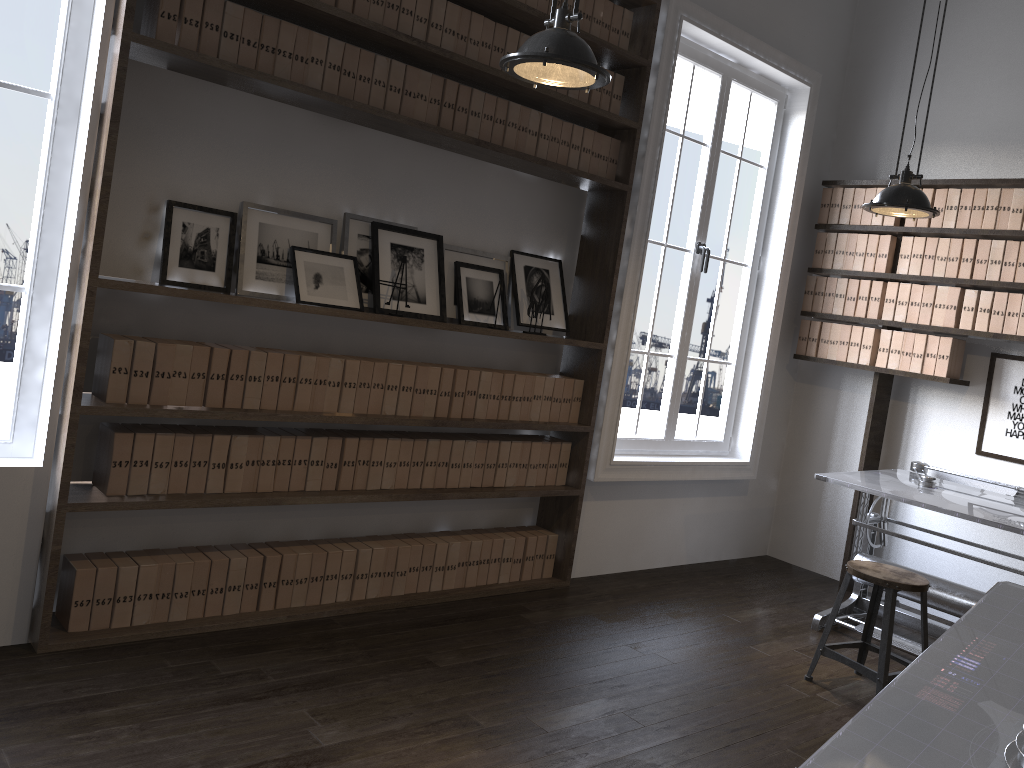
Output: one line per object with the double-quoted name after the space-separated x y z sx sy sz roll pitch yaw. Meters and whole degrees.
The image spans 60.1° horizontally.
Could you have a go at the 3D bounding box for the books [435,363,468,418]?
-0.296 0.032 4.071 0.066 0.225 0.175 7 4 -41 "books"

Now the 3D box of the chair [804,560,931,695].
1.513 1.038 3.670 0.357 0.527 0.373 7 3 -33 "chair"

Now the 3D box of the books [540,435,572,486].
0.208 0.393 4.564 0.066 0.225 0.175 7 4 -41 "books"

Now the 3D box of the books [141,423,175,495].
-1.312 0.273 3.243 0.066 0.225 0.175 7 4 -41 "books"

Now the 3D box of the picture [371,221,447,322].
-0.450 -0.487 3.889 0.372 0.390 0.149 6 4 -41 "picture"

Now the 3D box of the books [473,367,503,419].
-0.136 0.044 4.217 0.066 0.225 0.175 7 4 -41 "books"

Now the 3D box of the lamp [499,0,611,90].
0.289 -1.966 2.419 0.312 2.248 0.312 10 2 29 "lamp"

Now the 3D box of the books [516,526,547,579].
0.083 0.863 4.541 0.066 0.225 0.175 7 4 -41 "books"

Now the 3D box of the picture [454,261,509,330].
-0.142 -0.413 4.175 0.289 0.290 0.127 6 4 -41 "picture"

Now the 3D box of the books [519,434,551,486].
0.099 0.384 4.475 0.066 0.225 0.175 7 4 -41 "books"

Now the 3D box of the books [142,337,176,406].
-1.293 -0.047 3.203 0.066 0.225 0.175 7 4 -41 "books"

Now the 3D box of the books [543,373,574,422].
0.220 0.071 4.528 0.066 0.225 0.175 7 4 -41 "books"

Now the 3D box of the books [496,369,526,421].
-0.028 0.053 4.303 0.066 0.225 0.175 7 4 -41 "books"

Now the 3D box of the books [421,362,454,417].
-0.355 0.026 4.027 0.066 0.225 0.175 7 4 -41 "books"

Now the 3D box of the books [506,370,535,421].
0.019 0.056 4.350 0.066 0.225 0.175 7 4 -41 "books"

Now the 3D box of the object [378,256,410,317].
-0.487 -0.409 3.689 0.174 0.260 0.040 6 3 -41 "object"

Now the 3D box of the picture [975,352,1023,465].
2.756 0.142 4.766 0.040 0.574 0.417 7 3 -41 "picture"

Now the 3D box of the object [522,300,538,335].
0.093 -0.314 4.183 0.066 0.165 0.040 7 3 -41 "object"

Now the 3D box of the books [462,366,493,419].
-0.186 0.040 4.167 0.066 0.225 0.175 7 4 -41 "books"

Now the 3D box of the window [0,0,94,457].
-2.006 -0.950 2.568 1.478 2.493 0.154 6 3 -41 "window"

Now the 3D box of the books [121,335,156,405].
-1.347 -0.051 3.155 0.066 0.225 0.175 7 4 -41 "books"

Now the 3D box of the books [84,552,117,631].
-1.488 0.740 3.173 0.066 0.225 0.175 7 4 -41 "books"

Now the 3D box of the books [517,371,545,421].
0.067 0.060 4.390 0.066 0.225 0.175 7 4 -41 "books"

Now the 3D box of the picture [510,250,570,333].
0.140 -0.461 4.426 0.342 0.364 0.161 6 4 -41 "picture"

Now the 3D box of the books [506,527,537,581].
0.031 0.860 4.489 0.066 0.225 0.175 7 4 -41 "books"

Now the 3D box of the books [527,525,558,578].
0.142 0.868 4.589 0.066 0.225 0.175 7 4 -41 "books"

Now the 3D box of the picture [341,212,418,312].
-0.576 -0.510 3.846 0.368 0.405 0.091 6 3 -41 "picture"

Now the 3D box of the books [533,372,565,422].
0.169 0.068 4.481 0.066 0.225 0.175 7 4 -41 "books"

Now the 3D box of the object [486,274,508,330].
-0.061 -0.376 4.077 0.123 0.260 0.040 7 3 -41 "object"

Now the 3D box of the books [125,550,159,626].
-1.380 0.749 3.264 0.066 0.225 0.175 7 4 -41 "books"

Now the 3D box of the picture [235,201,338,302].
-0.900 -0.515 3.563 0.414 0.364 0.083 6 4 -41 "picture"

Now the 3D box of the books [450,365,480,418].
-0.243 0.035 4.124 0.066 0.225 0.175 7 4 -41 "books"

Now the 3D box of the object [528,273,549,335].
0.126 -0.384 4.247 0.118 0.303 0.040 7 3 -41 "object"

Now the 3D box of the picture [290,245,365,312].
-0.751 -0.424 3.605 0.299 0.228 0.145 5 4 -41 "picture"

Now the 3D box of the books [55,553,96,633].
-1.542 0.736 3.129 0.066 0.225 0.175 7 4 -41 "books"

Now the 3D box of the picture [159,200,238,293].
-1.182 -0.514 3.346 0.266 0.314 0.058 6 3 -41 "picture"

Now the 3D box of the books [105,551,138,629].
-1.433 0.745 3.216 0.066 0.225 0.175 7 4 -41 "books"

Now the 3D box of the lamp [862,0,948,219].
1.834 -1.845 3.757 0.312 2.248 0.312 10 2 29 "lamp"

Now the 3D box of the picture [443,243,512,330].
-0.173 -0.454 4.197 0.432 0.360 0.096 6 4 -41 "picture"

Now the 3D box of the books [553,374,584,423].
0.273 0.076 4.565 0.066 0.225 0.175 7 4 -41 "books"

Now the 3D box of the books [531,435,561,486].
0.153 0.388 4.521 0.066 0.225 0.175 7 4 -41 "books"

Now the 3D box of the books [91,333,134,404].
-1.404 -0.056 3.111 0.066 0.225 0.175 7 4 -41 "books"

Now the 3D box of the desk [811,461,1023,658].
2.292 0.804 4.338 1.068 1.096 1.276 6 5 -41 "desk"

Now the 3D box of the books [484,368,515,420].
-0.083 0.048 4.263 0.066 0.225 0.175 7 4 -41 "books"

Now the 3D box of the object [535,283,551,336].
0.157 -0.364 4.314 0.110 0.261 0.040 7 3 -41 "object"

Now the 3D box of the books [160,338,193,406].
-1.248 -0.044 3.247 0.066 0.225 0.175 7 4 -41 "books"

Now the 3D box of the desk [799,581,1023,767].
1.444 0.804 1.138 1.073 1.384 2.292 6 5 -41 "desk"

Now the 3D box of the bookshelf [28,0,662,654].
-0.594 -0.194 3.839 2.466 3.716 0.414 6 3 -41 "bookshelf"

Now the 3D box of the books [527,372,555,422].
0.119 0.064 4.432 0.066 0.225 0.175 7 4 -41 "books"

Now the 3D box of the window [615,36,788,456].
1.051 -0.704 5.067 1.241 2.305 0.154 6 3 -41 "window"

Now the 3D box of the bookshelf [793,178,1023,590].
4.782 1.032 2.219 0.372 3.200 9.228 7 5 -41 "bookshelf"
